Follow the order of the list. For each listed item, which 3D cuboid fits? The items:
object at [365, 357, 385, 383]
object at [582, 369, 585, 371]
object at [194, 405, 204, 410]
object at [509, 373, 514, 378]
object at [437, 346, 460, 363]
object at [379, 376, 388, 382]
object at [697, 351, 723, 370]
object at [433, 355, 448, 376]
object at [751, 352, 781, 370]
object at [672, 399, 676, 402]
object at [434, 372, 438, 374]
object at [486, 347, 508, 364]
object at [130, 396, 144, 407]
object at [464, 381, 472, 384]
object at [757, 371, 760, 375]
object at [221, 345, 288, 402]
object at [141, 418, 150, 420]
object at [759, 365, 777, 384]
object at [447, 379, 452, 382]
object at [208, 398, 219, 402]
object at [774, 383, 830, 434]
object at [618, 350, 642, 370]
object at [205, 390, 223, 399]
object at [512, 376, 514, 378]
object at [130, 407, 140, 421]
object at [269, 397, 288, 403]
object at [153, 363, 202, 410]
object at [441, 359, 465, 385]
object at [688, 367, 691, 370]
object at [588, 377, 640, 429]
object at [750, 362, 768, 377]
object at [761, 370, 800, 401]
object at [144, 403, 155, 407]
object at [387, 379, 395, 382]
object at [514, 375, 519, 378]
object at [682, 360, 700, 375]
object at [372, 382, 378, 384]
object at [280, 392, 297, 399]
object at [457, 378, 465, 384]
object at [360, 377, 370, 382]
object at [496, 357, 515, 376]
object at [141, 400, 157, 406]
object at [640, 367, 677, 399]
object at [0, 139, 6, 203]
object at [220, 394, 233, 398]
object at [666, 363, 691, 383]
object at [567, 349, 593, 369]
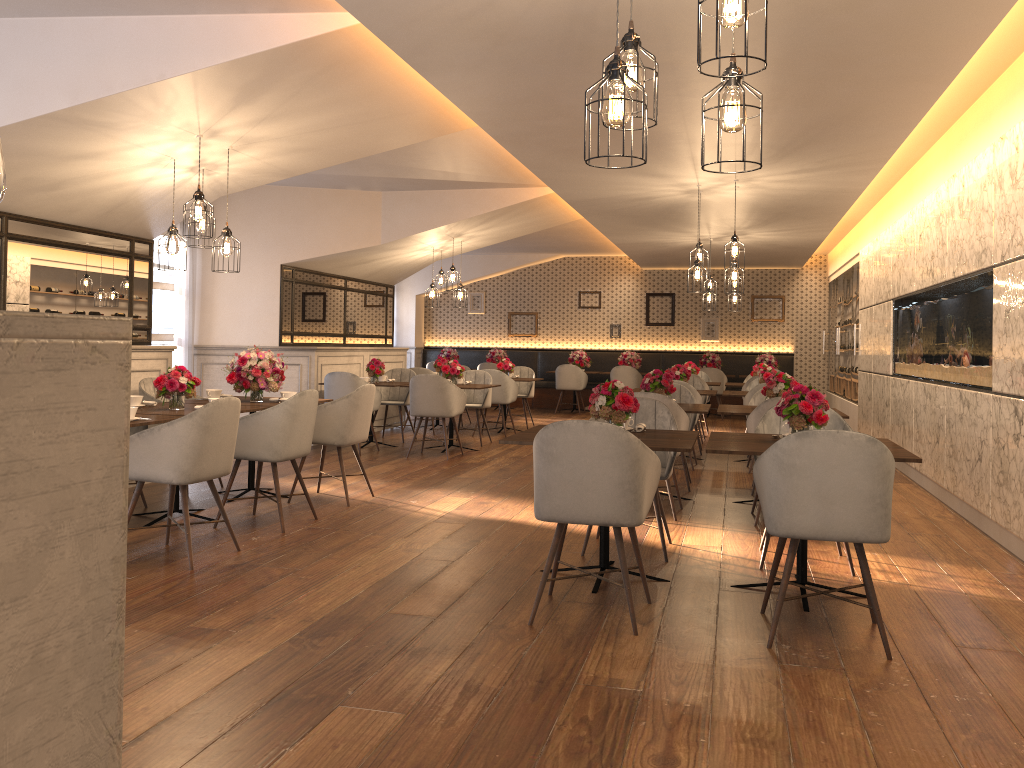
[{"bbox_3d":[-1.561,-0.162,10.061,0.234,0.301,0.305,1,1,-11],"label":"object"},{"bbox_3d":[1.312,-0.250,16.359,0.056,0.039,0.175,1,2,14],"label":"object"},{"bbox_3d":[-1.936,0.153,5.635,0.175,0.039,0.056,2,1,14],"label":"object"},{"bbox_3d":[-0.047,-0.122,12.438,0.148,0.072,0.148,0,2,-18],"label":"object"},{"bbox_3d":[-1.193,-0.496,16.608,0.419,0.426,0.405,0,1,-34],"label":"object"},{"bbox_3d":[-1.531,-0.062,10.419,0.148,0.072,0.148,0,2,-18],"label":"object"},{"bbox_3d":[3.456,-0.366,15.430,0.419,0.426,0.405,0,1,-34],"label":"object"},{"bbox_3d":[-0.993,-0.248,12.311,0.234,0.301,0.305,1,1,-11],"label":"object"},{"bbox_3d":[4.369,-0.341,15.211,0.419,0.426,0.405,1,1,-32],"label":"object"},{"bbox_3d":[1.306,0.142,7.197,0.056,0.039,0.175,1,2,14],"label":"object"},{"bbox_3d":[-1.077,-0.125,12.070,0.148,0.072,0.148,0,2,-18],"label":"object"},{"bbox_3d":[-0.275,-0.470,16.371,0.420,0.426,0.405,1,1,2],"label":"object"},{"bbox_3d":[-2.507,0.116,5.860,0.148,0.072,0.148,0,2,-33],"label":"object"},{"bbox_3d":[-0.505,-0.016,10.159,0.056,0.039,0.175,1,2,14],"label":"object"},{"bbox_3d":[3.220,-0.143,11.545,0.049,0.052,0.077,1,1,24],"label":"object"},{"bbox_3d":[-1.891,-0.081,6.576,0.420,0.426,0.405,1,1,2],"label":"object"},{"bbox_3d":[-2.119,0.189,4.991,0.197,0.015,0.043,1,2,10],"label":"object"},{"bbox_3d":[2.681,-0.051,9.192,0.234,0.301,0.305,1,1,16],"label":"object"},{"bbox_3d":[-0.729,-0.012,9.589,0.148,0.072,0.148,0,2,-18],"label":"object"},{"bbox_3d":[-1.908,0.131,5.746,0.148,0.072,0.148,0,2,-33],"label":"object"},{"bbox_3d":[1.396,0.135,4.293,0.234,0.301,0.305,1,1,-11],"label":"object"},{"bbox_3d":[2.101,-0.404,15.759,0.420,0.426,0.405,1,1,16],"label":"object"},{"bbox_3d":[-2.279,0.081,6.764,0.148,0.072,0.148,0,2,-33],"label":"object"},{"bbox_3d":[0.027,-0.096,12.409,0.025,0.024,0.192,1,2,14],"label":"object"},{"bbox_3d":[-2.127,0.165,4.878,0.148,0.072,0.148,0,2,-33],"label":"object"},{"bbox_3d":[-1.708,0.118,6.539,0.175,0.039,0.056,2,1,14],"label":"object"},{"bbox_3d":[-2.155,0.013,5.712,0.234,0.301,0.305,1,1,33],"label":"object"},{"bbox_3d":[-0.648,-0.137,9.842,0.234,0.301,0.305,1,1,33],"label":"object"},{"bbox_3d":[2.352,-0.207,11.785,0.045,0.052,0.077,1,1,-24],"label":"object"},{"bbox_3d":[0.528,0.112,4.505,0.234,0.301,0.305,1,1,-28],"label":"object"},{"bbox_3d":[3.284,-0.143,11.595,0.305,0.301,0.234,2,1,36],"label":"object"},{"bbox_3d":[2.047,0.044,6.696,0.305,0.301,0.234,2,1,36],"label":"object"},{"bbox_3d":[-2.479,0.137,5.934,0.192,0.024,0.025,2,1,14],"label":"object"},{"bbox_3d":[-1.421,-0.042,10.391,0.056,0.039,0.175,1,2,14],"label":"object"},{"bbox_3d":[0.063,-0.102,12.410,0.056,0.039,0.175,1,2,14],"label":"object"},{"bbox_3d":[2.371,-0.171,11.858,0.305,0.301,0.234,1,0,-8],"label":"object"},{"bbox_3d":[-1.539,-0.007,9.813,0.043,0.015,0.197,2,3,18],"label":"object"},{"bbox_3d":[-1.680,0.097,6.650,0.148,0.072,0.148,0,2,-33],"label":"object"},{"bbox_3d":[-0.615,-0.036,10.187,0.148,0.072,0.148,0,2,-18],"label":"object"},{"bbox_3d":[-1.645,-0.038,9.820,0.148,0.072,0.148,0,2,-18],"label":"object"},{"bbox_3d":[-0.080,-0.223,12.093,0.234,0.301,0.305,1,1,33],"label":"object"},{"bbox_3d":[-2.480,0.129,5.970,0.175,0.039,0.056,2,1,14],"label":"object"},{"bbox_3d":[1.134,0.018,6.956,0.234,0.301,0.305,1,1,-43],"label":"object"},{"bbox_3d":[-0.605,-0.185,0.991,0.065,0.208,0.065,1,-1,5],"label":"object"},{"bbox_3d":[-2.251,0.094,6.874,0.175,0.039,0.056,2,1,14],"label":"object"},{"bbox_3d":[1.765,-0.078,9.454,0.305,0.301,0.234,1,0,-8],"label":"object"},{"bbox_3d":[1.222,-0.431,16.085,0.419,0.426,0.405,1,1,-32],"label":"object"}]
